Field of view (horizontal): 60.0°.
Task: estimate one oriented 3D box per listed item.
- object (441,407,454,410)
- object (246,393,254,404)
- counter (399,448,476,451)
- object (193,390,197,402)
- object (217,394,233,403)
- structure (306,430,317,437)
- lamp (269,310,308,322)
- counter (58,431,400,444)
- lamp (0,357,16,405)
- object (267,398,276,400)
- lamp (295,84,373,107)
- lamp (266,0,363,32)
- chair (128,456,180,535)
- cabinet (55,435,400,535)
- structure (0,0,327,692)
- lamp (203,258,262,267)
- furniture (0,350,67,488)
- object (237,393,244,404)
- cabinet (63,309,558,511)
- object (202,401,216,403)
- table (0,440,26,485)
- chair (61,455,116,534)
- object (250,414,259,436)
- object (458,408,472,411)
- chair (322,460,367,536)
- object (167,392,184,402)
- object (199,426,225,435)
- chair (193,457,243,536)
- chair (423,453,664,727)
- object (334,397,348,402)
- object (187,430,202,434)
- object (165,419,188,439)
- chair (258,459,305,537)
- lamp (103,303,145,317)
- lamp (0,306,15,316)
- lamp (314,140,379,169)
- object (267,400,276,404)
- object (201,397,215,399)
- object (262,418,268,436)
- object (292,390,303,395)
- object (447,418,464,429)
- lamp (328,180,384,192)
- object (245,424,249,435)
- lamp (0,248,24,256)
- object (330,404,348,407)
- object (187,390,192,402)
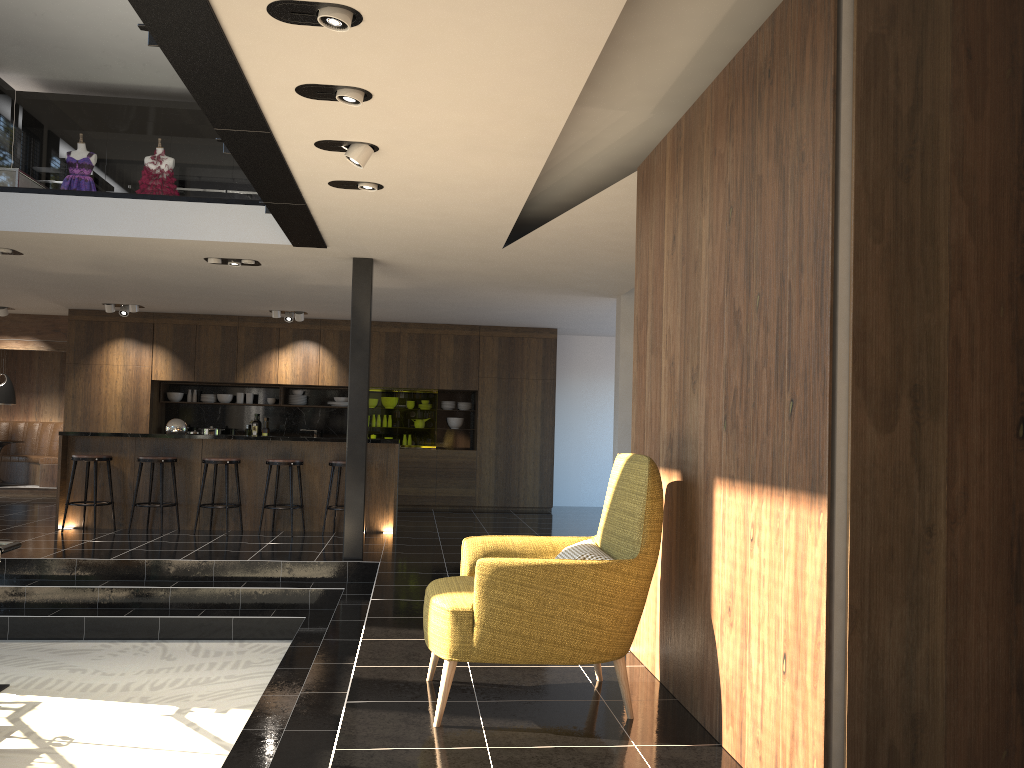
[{"bbox_3d":[-0.973,0.377,13.470,0.220,0.033,0.220,1,-3,3],"label":"object"},{"bbox_3d":[-3.887,0.217,13.136,0.109,0.161,0.109,1,-2,6],"label":"object"},{"bbox_3d":[-2.847,0.916,13.093,4.591,0.005,0.863,2,-3,-6],"label":"counter"},{"bbox_3d":[-4.674,0.178,13.073,0.060,0.185,0.060,3,-3,-38],"label":"object"},{"bbox_3d":[-4.246,0.224,13.120,0.234,0.138,0.234,1,-3,13],"label":"object"},{"bbox_3d":[-2.974,0.787,12.941,0.242,0.231,0.174,2,-2,-6],"label":"structure"},{"bbox_3d":[-3.041,-0.988,12.077,0.501,0.280,0.349,2,-3,-6],"label":"lamp"},{"bbox_3d":[-3.059,0.596,9.920,3.573,0.041,0.698,2,-3,-6],"label":"counter"},{"bbox_3d":[-7.619,-0.177,13.274,0.389,0.973,0.389,0,-3,37],"label":"lamp"},{"bbox_3d":[-3.580,0.248,13.193,0.122,0.072,0.122,1,-3,19],"label":"object"},{"bbox_3d":[-0.805,-1.364,4.018,0.346,0.177,0.195,2,-3,-6],"label":"lamp"},{"bbox_3d":[-0.719,-1.400,3.247,0.346,0.177,0.195,2,-3,-6],"label":"lamp"},{"bbox_3d":[-3.764,1.170,9.374,0.412,0.799,0.413,1,-2,3],"label":"chair"},{"bbox_3d":[-3.072,1.114,9.901,3.564,0.993,0.698,2,-2,-6],"label":"cabinet"},{"bbox_3d":[-2.622,-0.171,3.675,3.447,4.866,7.283,2,-3,-7],"label":"structure"},{"bbox_3d":[-2.625,-1.206,8.351,0.501,0.194,0.349,2,-3,-6],"label":"lamp"},{"bbox_3d":[-7.702,0.379,13.727,2.638,2.334,1.175,2,-2,-7],"label":"furniture"},{"bbox_3d":[-4.020,0.212,13.122,0.109,0.161,0.109,3,-3,-24],"label":"object"},{"bbox_3d":[-2.836,0.430,13.104,6.893,2.689,0.870,2,-2,-6],"label":"cabinet"},{"bbox_3d":[-4.478,0.266,13.084,0.220,0.033,0.220,2,-3,-10],"label":"object"},{"bbox_3d":[-7.669,1.170,13.237,0.702,0.643,0.702,3,-3,-32],"label":"table"},{"bbox_3d":[-4.420,1.148,9.302,0.412,0.799,0.413,1,-2,3],"label":"chair"},{"bbox_3d":[-3.849,0.667,13.233,0.133,0.451,0.116,2,-2,-6],"label":"object"},{"bbox_3d":[-0.720,0.385,13.498,0.220,0.033,0.220,3,-3,-23],"label":"object"},{"bbox_3d":[-1.797,1.234,9.591,0.412,0.799,0.413,1,-2,3],"label":"chair"},{"bbox_3d":[-4.955,0.199,13.041,0.234,0.138,0.234,2,-3,-3],"label":"object"},{"bbox_3d":[-4.325,0.710,12.763,0.278,0.218,0.301,0,-3,27],"label":"object"},{"bbox_3d":[-3.109,1.191,9.447,0.412,0.799,0.413,1,-2,3],"label":"chair"},{"bbox_3d":[0.128,0.851,3.948,1.031,1.097,0.808,2,-2,-7],"label":"chair"},{"bbox_3d":[-2.548,0.248,13.312,0.254,0.088,0.254,1,-3,19],"label":"object"},{"bbox_3d":[-4.595,0.736,12.848,0.195,0.143,0.210,-1,-3,42],"label":"object"},{"bbox_3d":[-3.658,0.490,9.671,0.227,0.228,0.227,-1,-3,44],"label":"object"},{"bbox_3d":[-2.453,1.213,9.519,0.412,0.799,0.413,1,-2,3],"label":"chair"},{"bbox_3d":[-5.186,-1.051,11.840,0.501,0.294,0.349,2,-3,-6],"label":"lamp"},{"bbox_3d":[-7.275,-1.085,12.444,0.501,0.280,0.349,2,-3,-6],"label":"lamp"},{"bbox_3d":[-0.892,-1.293,4.787,0.346,0.247,0.195,2,-2,-6],"label":"lamp"},{"bbox_3d":[-3.581,0.272,13.192,0.122,0.072,0.122,1,-3,19],"label":"object"},{"bbox_3d":[-4.476,0.218,13.085,0.220,0.033,0.220,2,-3,-10],"label":"object"},{"bbox_3d":[-3.694,0.701,13.257,0.077,0.394,0.077,0,-3,36],"label":"object"},{"bbox_3d":[-3.215,0.140,13.307,0.168,0.087,0.168,1,-3,13],"label":"object"},{"bbox_3d":[-0.861,0.601,13.485,0.264,0.170,0.264,3,-3,-32],"label":"object"},{"bbox_3d":[-0.976,-1.301,5.559,0.346,0.158,0.195,2,-3,-6],"label":"lamp"},{"bbox_3d":[-3.951,0.746,13.215,0.057,0.287,0.058,1,-2,7],"label":"object"},{"bbox_3d":[-4.770,-1.258,8.114,0.501,0.231,0.349,2,-3,-6],"label":"lamp"},{"bbox_3d":[-2.547,0.322,13.308,0.438,0.039,0.438,0,-3,30],"label":"object"},{"bbox_3d":[-4.750,0.176,13.065,0.060,0.185,0.060,1,-2,25],"label":"object"}]
